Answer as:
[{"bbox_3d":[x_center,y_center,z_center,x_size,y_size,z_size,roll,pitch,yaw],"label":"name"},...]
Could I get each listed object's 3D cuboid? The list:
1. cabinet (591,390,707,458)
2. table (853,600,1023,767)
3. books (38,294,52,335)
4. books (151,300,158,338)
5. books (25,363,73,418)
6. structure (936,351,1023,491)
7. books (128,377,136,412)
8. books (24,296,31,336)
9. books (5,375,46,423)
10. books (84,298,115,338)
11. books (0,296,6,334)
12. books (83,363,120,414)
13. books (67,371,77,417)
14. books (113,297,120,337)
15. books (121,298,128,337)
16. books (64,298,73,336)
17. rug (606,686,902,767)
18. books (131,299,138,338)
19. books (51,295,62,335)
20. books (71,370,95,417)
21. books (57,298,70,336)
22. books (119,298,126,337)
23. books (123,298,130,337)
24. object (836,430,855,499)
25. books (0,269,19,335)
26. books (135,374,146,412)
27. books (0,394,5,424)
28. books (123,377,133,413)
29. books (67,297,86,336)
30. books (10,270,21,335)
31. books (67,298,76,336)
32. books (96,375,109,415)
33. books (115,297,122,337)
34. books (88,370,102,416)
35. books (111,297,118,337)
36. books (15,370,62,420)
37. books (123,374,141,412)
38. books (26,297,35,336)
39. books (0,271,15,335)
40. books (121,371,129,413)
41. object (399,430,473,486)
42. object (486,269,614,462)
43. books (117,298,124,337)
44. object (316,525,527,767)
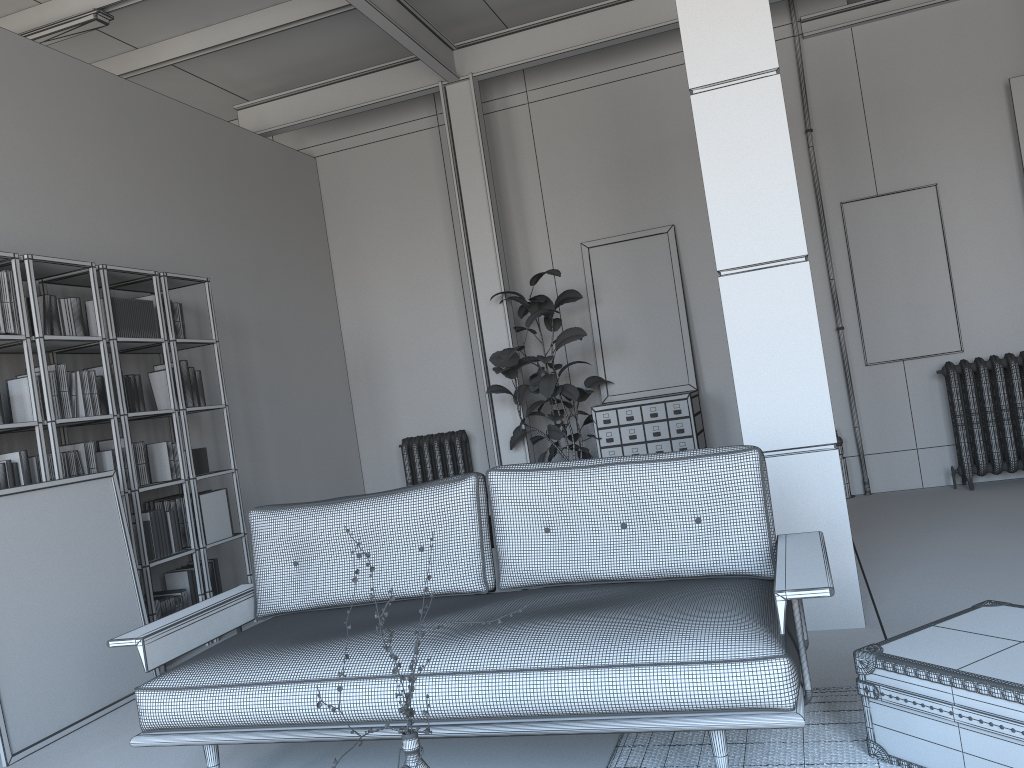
[{"bbox_3d":[1.179,0.626,7.311,0.796,1.026,0.668,-9,-1,17],"label":"cabinet"},{"bbox_3d":[1.472,0.879,2.487,0.706,0.330,0.667,-8,-1,-28],"label":"table"},{"bbox_3d":[-2.494,-0.339,4.655,0.178,0.244,0.077,-9,-1,16],"label":"books"},{"bbox_3d":[-2.220,-0.372,5.328,0.182,0.240,0.016,-9,-1,17],"label":"books"},{"bbox_3d":[-2.444,0.054,4.675,0.222,0.303,0.071,-9,-1,17],"label":"books"},{"bbox_3d":[3.657,0.284,6.688,0.733,1.007,0.328,-9,-1,17],"label":"structure"},{"bbox_3d":[-2.300,0.083,5.230,0.165,0.227,0.022,-9,-1,17],"label":"books"},{"bbox_3d":[-2.556,-0.326,4.549,0.173,0.231,0.029,-9,-1,17],"label":"books"},{"bbox_3d":[-2.474,0.088,4.505,0.178,0.244,0.057,-9,-1,17],"label":"books"},{"bbox_3d":[-2.323,-0.361,4.998,0.182,0.240,0.016,-9,-1,17],"label":"books"},{"bbox_3d":[-2.622,-0.375,4.292,0.319,0.318,0.068,-9,-1,17],"label":"books"},{"bbox_3d":[-2.340,0.045,5.087,0.224,0.304,0.038,-9,-1,17],"label":"books"},{"bbox_3d":[-2.420,0.073,4.746,0.193,0.267,0.084,-9,-1,18],"label":"books"},{"bbox_3d":[-2.313,-0.362,5.028,0.182,0.240,0.016,-9,-1,17],"label":"books"},{"bbox_3d":[-2.295,-0.364,5.088,0.182,0.240,0.016,-9,-1,17],"label":"books"},{"bbox_3d":[-2.468,-0.334,4.796,0.187,0.232,0.023,-9,-1,17],"label":"books"},{"bbox_3d":[1.383,1.042,2.079,2.524,0.007,1.961,-9,-1,17],"label":"rug"},{"bbox_3d":[-2.271,-0.367,5.163,0.182,0.240,0.016,-9,-1,17],"label":"books"},{"bbox_3d":[-2.493,-0.339,4.724,0.178,0.242,0.057,-9,-1,17],"label":"books"},{"bbox_3d":[-2.379,0.067,4.808,0.193,0.265,0.062,-9,-1,17],"label":"books"},{"bbox_3d":[-2.477,-0.332,4.768,0.196,0.229,0.035,-9,-1,17],"label":"books"},{"bbox_3d":[-2.299,-0.364,5.073,0.182,0.240,0.016,-9,-1,17],"label":"books"},{"bbox_3d":[-2.290,-0.365,5.103,0.182,0.240,0.016,-9,-1,17],"label":"books"},{"bbox_3d":[2.652,0.665,7.162,0.206,0.647,0.173,-8,-1,-37],"label":"object"},{"bbox_3d":[-2.577,-0.383,4.388,0.272,0.326,0.027,-9,-1,17],"label":"books"},{"bbox_3d":[-2.301,0.075,5.337,0.180,0.244,0.057,-9,-1,17],"label":"books"},{"bbox_3d":[-2.567,0.117,4.334,0.164,0.223,0.052,-9,-1,17],"label":"books"},{"bbox_3d":[-2.306,0.083,5.209,0.165,0.227,0.022,-9,-1,17],"label":"books"},{"bbox_3d":[-2.447,-0.344,4.873,0.178,0.242,0.083,-9,-1,17],"label":"books"},{"bbox_3d":[-2.576,-0.381,4.425,0.303,0.326,0.033,-9,-1,17],"label":"books"},{"bbox_3d":[-2.461,-0.338,4.820,0.180,0.238,0.027,-9,-1,17],"label":"books"},{"bbox_3d":[-2.392,0.085,5.045,0.180,0.244,0.057,-9,-1,17],"label":"books"},{"bbox_3d":[-2.309,-0.363,5.043,0.182,0.240,0.016,-9,-1,17],"label":"books"},{"bbox_3d":[-2.371,0.066,4.874,0.193,0.265,0.062,-9,-1,17],"label":"books"},{"bbox_3d":[-2.318,-0.362,5.013,0.182,0.240,0.016,-9,-1,17],"label":"books"},{"bbox_3d":[-2.449,0.074,4.582,0.193,0.265,0.091,-9,-1,17],"label":"books"},{"bbox_3d":[-2.308,0.075,5.277,0.180,0.244,0.057,-9,-1,17],"label":"books"},{"bbox_3d":[-2.536,-0.323,4.576,0.168,0.224,0.019,-9,-1,17],"label":"books"},{"bbox_3d":[-2.604,-0.377,4.351,0.317,0.315,0.056,-9,-1,17],"label":"books"},{"bbox_3d":[-2.348,0.068,5.163,0.195,0.266,0.091,-9,-1,17],"label":"books"},{"bbox_3d":[-0.636,0.946,8.045,0.733,1.007,0.328,-9,-1,17],"label":"object"},{"bbox_3d":[0.307,0.173,7.195,0.868,2.157,1.270,-9,-1,18],"label":"object"},{"bbox_3d":[-2.304,-0.363,5.058,0.182,0.240,0.016,-9,-1,17],"label":"books"},{"bbox_3d":[-0.187,0.600,1.673,0.443,0.709,0.194,-8,-1,-32],"label":"object"}]
